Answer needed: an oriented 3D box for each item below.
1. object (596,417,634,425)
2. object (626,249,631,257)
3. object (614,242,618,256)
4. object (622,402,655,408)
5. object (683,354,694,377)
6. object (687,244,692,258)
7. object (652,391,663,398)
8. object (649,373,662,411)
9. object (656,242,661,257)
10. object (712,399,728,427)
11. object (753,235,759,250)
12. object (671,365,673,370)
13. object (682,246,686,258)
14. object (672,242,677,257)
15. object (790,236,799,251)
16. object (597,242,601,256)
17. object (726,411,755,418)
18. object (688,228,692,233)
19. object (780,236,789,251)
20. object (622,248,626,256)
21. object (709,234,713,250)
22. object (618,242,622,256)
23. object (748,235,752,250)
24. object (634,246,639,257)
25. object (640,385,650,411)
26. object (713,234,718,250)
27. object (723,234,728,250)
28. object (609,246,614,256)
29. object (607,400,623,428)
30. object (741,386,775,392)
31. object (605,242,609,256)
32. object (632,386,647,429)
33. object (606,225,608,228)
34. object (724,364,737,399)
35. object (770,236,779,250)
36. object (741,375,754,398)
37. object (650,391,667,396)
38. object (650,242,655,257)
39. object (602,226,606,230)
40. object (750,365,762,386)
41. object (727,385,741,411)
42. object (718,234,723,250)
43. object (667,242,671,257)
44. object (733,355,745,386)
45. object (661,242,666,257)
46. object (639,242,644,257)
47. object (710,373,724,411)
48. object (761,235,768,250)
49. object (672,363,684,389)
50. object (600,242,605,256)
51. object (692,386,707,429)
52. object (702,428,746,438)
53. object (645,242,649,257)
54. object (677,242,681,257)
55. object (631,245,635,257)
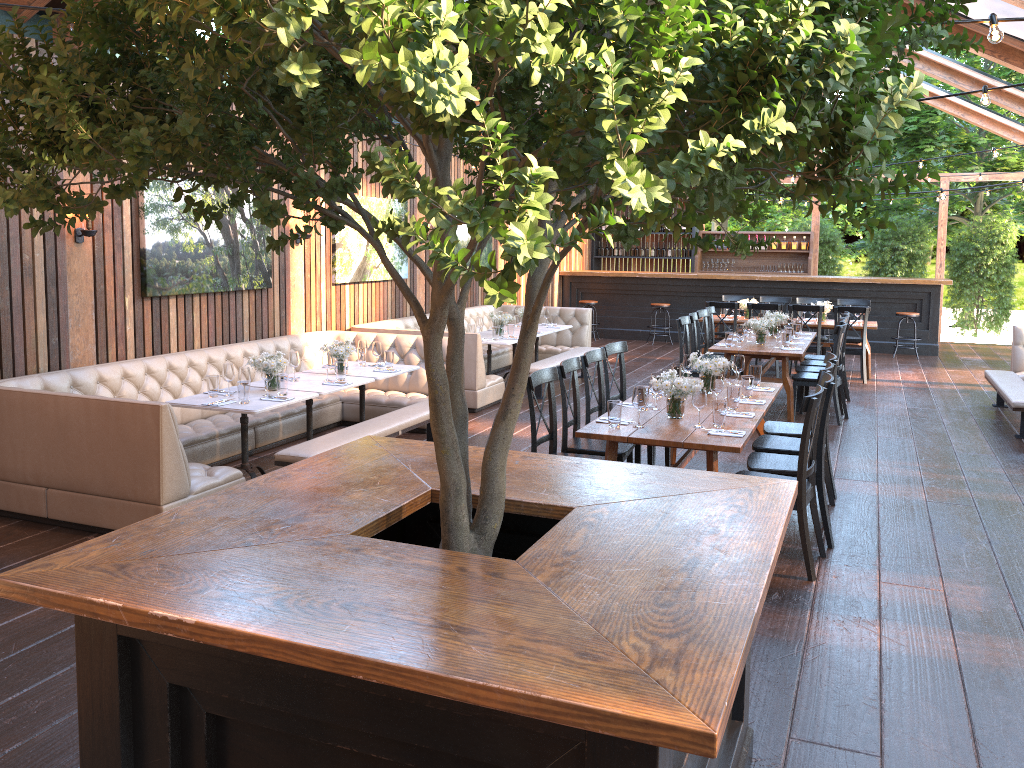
[{"bbox_3d":[0.657,0.225,5.489,0.255,0.019,0.158,4,10,22],"label":"object"},{"bbox_3d":[2.472,-2.853,18.727,0.094,0.306,0.094,2,6,18],"label":"object"},{"bbox_3d":[2.215,-2.873,18.835,0.094,0.306,0.094,3,6,19],"label":"object"},{"bbox_3d":[0.866,0.143,6.030,0.255,0.019,0.158,4,10,22],"label":"object"},{"bbox_3d":[1.376,-0.108,6.901,0.092,0.243,0.092,-5,8,-42],"label":"object"},{"bbox_3d":[3.654,-2.760,18.230,0.094,0.306,0.095,-4,8,-42],"label":"object"},{"bbox_3d":[1.043,0.020,6.353,0.092,0.157,0.092,-1,6,-11],"label":"object"},{"bbox_3d":[0.960,0.052,5.886,0.092,0.243,0.093,3,6,19],"label":"object"},{"bbox_3d":[3.057,-2.806,18.471,0.095,0.306,0.094,-4,8,-40],"label":"object"},{"bbox_3d":[1.260,0.179,5.375,0.092,0.157,0.092,6,8,38],"label":"object"},{"bbox_3d":[4.958,-2.872,17.955,0.138,0.309,0.139,2,6,17],"label":"object"},{"bbox_3d":[1.282,-0.063,6.877,0.092,0.157,0.092,-3,7,-31],"label":"object"},{"bbox_3d":[3.545,-2.762,18.235,0.094,0.306,0.094,3,6,23],"label":"object"},{"bbox_3d":[3.368,-2.783,18.352,0.095,0.306,0.094,6,8,43],"label":"object"},{"bbox_3d":[5.639,-2.807,17.672,0.176,0.286,0.110,3,6,17],"label":"object"},{"bbox_3d":[1.869,-2.902,18.995,0.094,0.306,0.095,1,6,9],"label":"object"},{"bbox_3d":[1.447,0.190,5.754,0.255,0.019,0.158,4,10,22],"label":"object"},{"bbox_3d":[3.655,-3.254,18.139,0.075,0.301,0.075,5,7,39],"label":"object"},{"bbox_3d":[5.475,-2.826,17.782,0.176,0.286,0.110,4,7,27],"label":"object"},{"bbox_3d":[2.366,-2.854,18.727,0.095,0.306,0.094,6,8,43],"label":"object"},{"bbox_3d":[4.102,-2.942,18.305,0.094,0.316,0.095,5,7,37],"label":"object"},{"bbox_3d":[2.302,-2.869,18.816,0.094,0.306,0.095,-1,6,-14],"label":"object"},{"bbox_3d":[4.821,-2.883,18.017,0.138,0.309,0.139,4,7,26],"label":"object"},{"bbox_3d":[2.622,-2.832,18.609,0.094,0.306,0.094,3,6,23],"label":"object"},{"bbox_3d":[0.866,0.095,5.848,0.092,0.157,0.092,-5,8,-41],"label":"object"},{"bbox_3d":[4.209,-2.939,18.295,0.094,0.316,0.095,2,6,17],"label":"object"},{"bbox_3d":[4.393,-2.922,18.202,0.094,0.316,0.095,4,7,32],"label":"object"},{"bbox_3d":[2.127,-2.880,18.873,0.095,0.306,0.094,-4,8,-40],"label":"object"},{"bbox_3d":[0.617,0.182,5.317,0.092,0.157,0.092,-5,8,-41],"label":"object"},{"bbox_3d":[1.873,0.033,6.757,0.255,0.019,0.158,4,10,22],"label":"object"},{"bbox_3d":[2.022,-2.882,18.875,0.094,0.306,0.095,-1,6,-13],"label":"object"},{"bbox_3d":[0.766,0.140,5.319,0.092,0.243,0.093,1,6,3],"label":"object"},{"bbox_3d":[2.030,-3.380,18.802,0.077,0.305,0.077,5,7,38],"label":"object"},{"bbox_3d":[1.565,-0.016,6.339,0.092,0.243,0.093,3,6,25],"label":"object"},{"bbox_3d":[5.287,-2.837,17.834,0.176,0.286,0.110,3,6,17],"label":"object"},{"bbox_3d":[1.701,0.021,6.389,0.092,0.157,0.092,-5,8,-41],"label":"object"},{"bbox_3d":[1.075,0.062,6.523,0.255,0.019,0.158,4,10,22],"label":"object"},{"bbox_3d":[2.941,-2.810,18.492,0.094,0.306,0.094,3,6,19],"label":"object"},{"bbox_3d":[1.960,-3.403,18.860,0.087,0.332,0.088,1,6,2],"label":"object"},{"bbox_3d":[1.909,-0.065,6.934,0.092,0.157,0.092,-3,7,-31],"label":"object"},{"bbox_3d":[1.481,0.094,5.919,0.092,0.157,0.092,4,7,28],"label":"object"},{"bbox_3d":[4.289,-2.927,18.225,0.094,0.316,0.095,2,6,17],"label":"object"},{"bbox_3d":[3.260,-2.788,18.378,0.094,0.306,0.095,-1,6,-14],"label":"object"},{"bbox_3d":[1.766,-0.103,6.893,0.092,0.243,0.093,3,6,25],"label":"object"},{"bbox_3d":[3.150,-2.792,18.395,0.094,0.306,0.095,-1,6,-13],"label":"object"},{"bbox_3d":[2.714,-2.822,18.553,0.094,0.306,0.095,1,6,4],"label":"object"},{"bbox_3d":[1.362,0.056,5.882,0.092,0.243,0.093,3,6,19],"label":"object"},{"bbox_3d":[5.112,-2.864,17.914,0.138,0.309,0.139,4,7,26],"label":"object"},{"bbox_3d":[1.189,-0.025,6.363,0.092,0.243,0.093,-2,7,-25],"label":"object"},{"bbox_3d":[1.934,-2.887,18.901,0.094,0.306,0.094,4,6,27],"label":"object"},{"bbox_3d":[1.130,0.141,5.337,0.092,0.243,0.093,-2,6,-20],"label":"object"},{"bbox_3d":[1.237,0.279,5.190,0.255,0.019,0.158,4,10,22],"label":"object"},{"bbox_3d":[2.836,-2.821,18.554,0.094,0.306,0.094,3,6,22],"label":"object"},{"bbox_3d":[3.453,-2.772,18.286,0.094,0.306,0.094,2,6,18],"label":"object"},{"bbox_3d":[2.556,-2.844,18.678,0.094,0.306,0.095,-4,8,-42],"label":"object"}]
